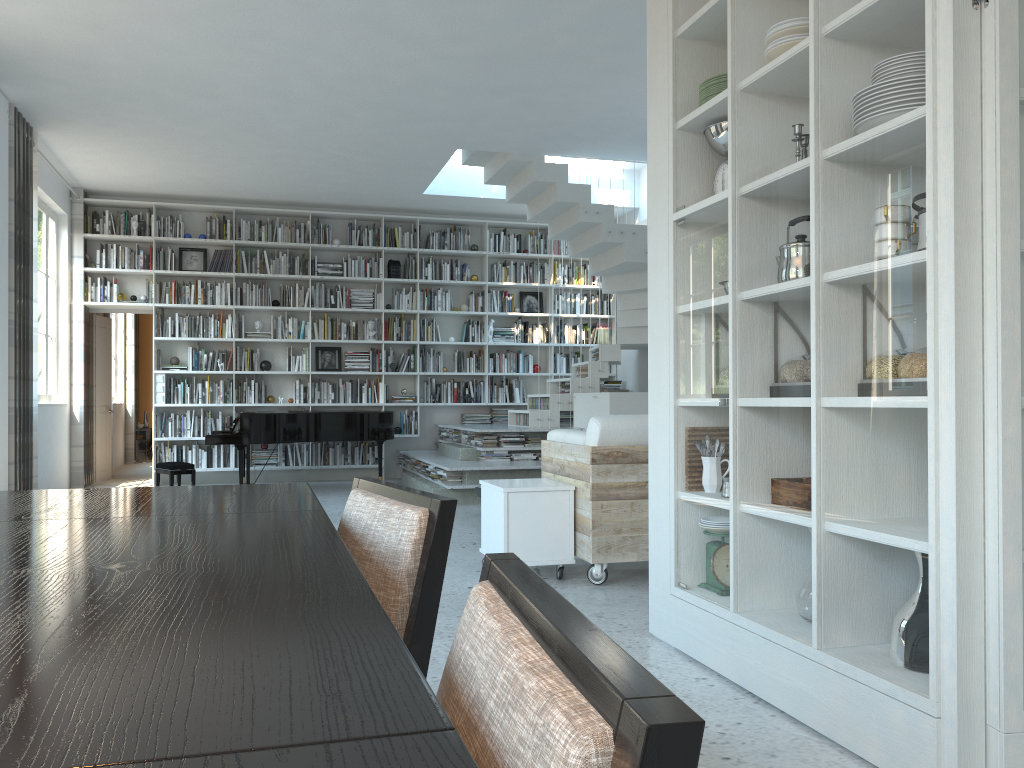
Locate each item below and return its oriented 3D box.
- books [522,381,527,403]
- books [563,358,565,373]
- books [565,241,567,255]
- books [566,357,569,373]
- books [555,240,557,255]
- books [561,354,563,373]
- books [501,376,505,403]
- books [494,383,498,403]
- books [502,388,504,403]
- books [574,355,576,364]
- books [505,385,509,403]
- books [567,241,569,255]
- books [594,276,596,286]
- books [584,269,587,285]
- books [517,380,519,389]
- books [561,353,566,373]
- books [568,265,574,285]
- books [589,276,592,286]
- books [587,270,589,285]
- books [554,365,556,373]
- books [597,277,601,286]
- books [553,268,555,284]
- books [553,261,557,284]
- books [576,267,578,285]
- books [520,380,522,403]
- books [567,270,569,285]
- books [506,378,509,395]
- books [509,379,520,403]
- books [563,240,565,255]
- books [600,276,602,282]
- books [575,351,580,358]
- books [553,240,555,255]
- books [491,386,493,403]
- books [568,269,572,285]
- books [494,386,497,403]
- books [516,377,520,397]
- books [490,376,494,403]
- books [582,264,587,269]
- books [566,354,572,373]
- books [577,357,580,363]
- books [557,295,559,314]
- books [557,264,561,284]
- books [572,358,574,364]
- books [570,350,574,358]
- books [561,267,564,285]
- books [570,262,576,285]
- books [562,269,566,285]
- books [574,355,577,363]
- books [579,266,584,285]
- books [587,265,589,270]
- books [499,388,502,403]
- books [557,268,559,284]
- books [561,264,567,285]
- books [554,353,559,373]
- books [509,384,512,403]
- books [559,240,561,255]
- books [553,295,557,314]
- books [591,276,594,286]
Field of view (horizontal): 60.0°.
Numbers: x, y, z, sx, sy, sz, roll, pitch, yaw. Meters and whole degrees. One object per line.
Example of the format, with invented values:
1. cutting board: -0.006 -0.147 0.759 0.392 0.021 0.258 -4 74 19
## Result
1. books: 0.135 0.099 11.089 0.062 0.274 0.148 0 -1 -16
2. books: 0.635 -0.230 11.224 0.029 0.201 0.172 0 -1 -16
3. books: 0.660 -1.751 11.244 0.012 0.306 0.184 0 -1 -16
4. books: 0.681 -0.232 11.250 0.025 0.208 0.149 0 -1 -16
5. books: 0.527 -1.736 11.211 0.022 0.275 0.160 0 -1 -16
6. books: 0.609 -0.250 11.222 0.022 0.242 0.151 0 -1 -16
7. books: -0.113 0.068 11.013 0.014 0.333 0.168 0 -1 -16
8. books: -0.203 0.113 10.985 0.015 0.243 0.156 0 -1 -16
9. books: -0.132 0.143 11.011 0.024 0.185 0.149 0 -1 -16
10. books: 0.780 -0.243 11.273 0.014 0.230 0.172 0 -1 -16
11. books: -0.081 0.127 11.021 0.052 0.217 0.184 0 -1 -16
12. books: 0.690 -1.736 11.263 0.027 0.275 0.148 0 -1 -16
13. books: 1.041 -1.373 11.356 0.023 0.287 0.163 0 -1 -16
14. books: 0.910 -1.341 11.308 0.023 0.220 0.171 0 -1 -16
15. books: 0.062 0.093 11.075 0.012 0.285 0.159 0 -1 -16
16. books: 0.656 -0.262 11.250 0.024 0.267 0.133 0 -1 -16
17. books: 0.746 -1.359 11.183 0.023 0.253 0.189 0 -1 -16
18. books: 0.978 -1.321 11.347 0.034 0.182 0.156 0 -1 -16
19. books: 0.939 -1.337 11.310 0.013 0.213 0.186 0 -1 -16
20. books: 0.498 -0.267 11.197 0.085 0.278 0.159 0 -1 -16
21. books: 1.087 -1.357 11.365 0.070 0.254 0.154 0 -1 -16
22. books: 0.501 -1.380 11.138 0.036 0.293 0.135 0 -1 -16
23. books: 0.529 -1.380 11.121 0.010 0.294 0.183 0 -1 -16
24. books: 0.798 -1.353 11.212 0.022 0.242 0.144 0 -1 -16
25. books: 0.096 0.092 11.068 0.025 0.287 0.160 0 -1 -16
26. books: 0.678 -1.331 11.218 0.038 0.199 0.170 0 -1 -16
27. books: -0.057 0.084 11.051 0.010 0.304 0.131 0 -1 -16
28. books: 0.030 0.089 11.013 0.075 0.291 0.255 0 -1 -16
29. books: 0.633 -1.720 11.235 0.023 0.244 0.182 0 -1 -16
30. books: 1.132 -1.336 11.375 0.023 0.213 0.180 0 -1 -16
31. books: 0.838 -0.270 11.287 0.011 0.284 0.161 0 -1 -16
32. books: 0.506 -1.756 11.191 0.011 0.313 0.172 0 -1 -16
33. books: -0.266 0.128 10.990 0.033 0.213 0.140 0 -1 -16
34. books: 0.718 -1.338 11.194 0.025 0.211 0.135 0 -1 -16
35. books: -0.223 0.128 10.990 0.023 0.214 0.163 0 -1 -16
36. books: 0.072 0.073 11.084 0.012 0.326 0.136 0 -1 -16
37. books: -0.244 0.072 10.996 0.013 0.327 0.130 0 -1 -16
38. books: 0.924 -1.378 11.320 0.010 0.295 0.165 0 -1 -16
39. books: 0.714 -0.253 11.232 0.027 0.248 0.184 0 -1 -16
40. books: 0.825 -0.231 11.274 0.021 0.205 0.174 0 -1 -16
41. books: 0.553 -0.989 11.223 0.026 0.250 0.160 0 -1 -16
42. books: 0.572 -1.365 11.125 0.026 0.263 0.189 0 -1 -16
43. books: 0.745 -0.229 11.270 0.027 0.201 0.164 0 -1 -16
44. books: 0.765 -0.277 11.276 0.013 0.297 0.141 0 -1 -16
45. books: 0.605 -1.345 11.145 0.049 0.223 0.161 0 -1 -16
46. books: 0.766 -1.381 11.194 0.022 0.296 0.152 0 -1 -16
47. books: 0.641 -1.330 11.150 0.024 0.193 0.190 0 -1 -16
48. books: 0.795 -0.249 11.294 0.027 0.242 0.131 0 -1 -16
49. books: 0.849 -1.353 11.240 0.042 0.242 0.248 0 -1 -16
50. books: 0.950 -1.371 11.340 0.024 0.281 0.153 0 -1 -16
51. books: -0.160 0.141 11.010 0.030 0.188 0.140 0 -1 -16
52. books: 0.546 -1.336 11.126 0.024 0.205 0.165 0 -1 -16
53. books: 0.660 -1.364 11.171 0.023 0.263 0.158 0 -1 -16
54. books: 0.554 -0.255 11.198 0.024 0.252 0.175 0 -1 -16
55. books: -0.032 0.116 11.039 0.031 0.239 0.171 0 -1 -16
56. books: 0.585 -1.733 11.210 0.012 0.269 0.184 0 -1 -16
57. books: 0.538 -0.992 11.206 0.012 0.254 0.161 0 -1 -16
58. books: 1.011 -1.361 11.336 0.022 0.261 0.160 0 -1 -16
